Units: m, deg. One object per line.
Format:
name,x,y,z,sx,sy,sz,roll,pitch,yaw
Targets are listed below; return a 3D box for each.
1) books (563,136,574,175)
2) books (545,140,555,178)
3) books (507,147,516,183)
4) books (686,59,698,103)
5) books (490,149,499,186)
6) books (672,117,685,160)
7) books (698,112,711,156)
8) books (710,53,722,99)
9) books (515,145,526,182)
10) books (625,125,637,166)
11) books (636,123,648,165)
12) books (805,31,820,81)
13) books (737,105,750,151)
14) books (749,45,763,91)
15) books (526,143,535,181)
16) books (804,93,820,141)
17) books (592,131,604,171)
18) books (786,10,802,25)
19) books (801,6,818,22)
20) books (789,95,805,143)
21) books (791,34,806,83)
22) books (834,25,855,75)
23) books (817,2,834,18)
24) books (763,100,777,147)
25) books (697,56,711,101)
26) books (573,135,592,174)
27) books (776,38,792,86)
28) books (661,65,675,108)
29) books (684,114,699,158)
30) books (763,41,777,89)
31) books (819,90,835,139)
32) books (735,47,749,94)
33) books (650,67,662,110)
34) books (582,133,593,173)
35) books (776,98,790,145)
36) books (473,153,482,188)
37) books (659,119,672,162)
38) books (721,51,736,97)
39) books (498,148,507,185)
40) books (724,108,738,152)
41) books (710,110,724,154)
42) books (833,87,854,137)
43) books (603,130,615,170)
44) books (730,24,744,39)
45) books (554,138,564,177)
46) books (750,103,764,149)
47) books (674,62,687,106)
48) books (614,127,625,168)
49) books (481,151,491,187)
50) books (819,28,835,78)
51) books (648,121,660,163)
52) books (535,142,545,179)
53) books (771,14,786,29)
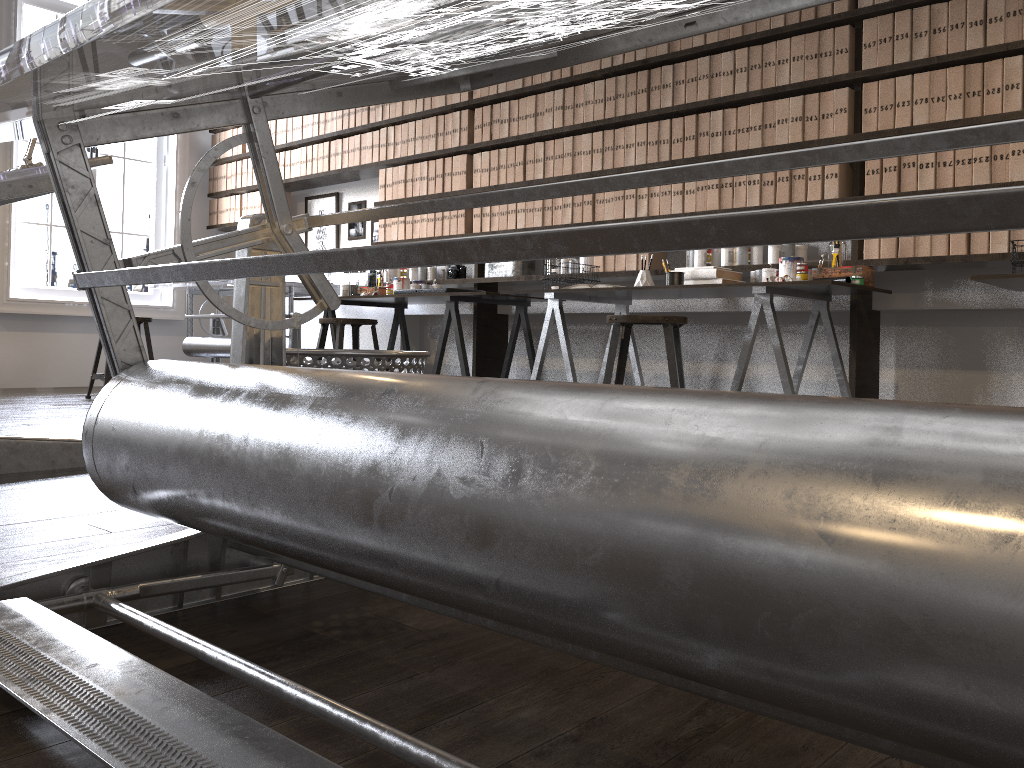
books,0.368,-1.262,4.985,0.067,0.226,0.174,1,0,42
books,0.268,-1.269,5.081,0.067,0.226,0.174,1,0,42
books,0.051,-1.282,5.275,0.067,0.225,0.174,1,0,42
books,0.954,-1.505,4.478,0.067,0.226,0.174,1,0,42
books,-0.049,-1.288,5.356,0.067,0.226,0.174,1,0,42
books,0.891,-1.231,4.527,0.067,0.225,0.174,1,0,42
books,1.003,-1.224,4.428,0.067,0.226,0.174,1,0,42
books,1.054,-1.499,4.388,0.067,0.225,0.174,1,0,42
books,0.103,-1.278,5.222,0.067,0.226,0.174,1,0,42
books,0.677,-1.244,4.713,0.067,0.226,0.174,1,0,42
books,0.729,-1.240,4.662,0.067,0.226,0.174,1,0,42
books,1.412,-1.477,4.062,0.067,0.226,0.174,1,0,42
books,1.161,-1.215,4.285,0.067,0.226,0.174,1,0,42
books,1.208,-1.489,4.251,0.067,0.226,0.174,1,0,42
books,0.163,-1.275,5.176,0.067,0.226,0.174,1,0,42
books,1.410,-1.200,4.063,0.067,0.226,0.174,1,0,42
books,0.519,-1.253,4.851,0.067,0.226,0.174,1,0,42
books,1.349,-1.756,4.135,0.067,0.226,0.174,1,0,42
books,1.401,-1.753,4.081,0.067,0.226,0.174,1,0,42
books,1.355,-1.203,4.107,0.067,0.226,0.174,1,0,42
books,1.362,-1.480,4.106,0.067,0.226,0.174,1,0,42
books,1.515,-1.471,3.977,0.067,0.226,0.174,1,0,42
books,1.460,-1.750,4.036,0.067,0.225,0.174,1,0,42
books,1.261,-1.209,4.195,0.067,0.225,0.174,1,0,42
books,1.001,-1.502,4.429,0.067,0.226,0.174,1,0,42
books,0.421,-1.259,4.944,0.067,0.225,0.174,1,0,42
books,1.310,-1.483,4.157,0.067,0.226,0.174,1,0,42
books,0.846,-1.511,4.569,0.067,0.226,0.174,1,0,42
books,0.943,-1.228,4.473,0.067,0.226,0.174,1,0,42
books,1.261,-1.486,4.206,0.067,0.226,0.174,1,0,42
books,1.463,-1.196,4.018,0.067,0.226,0.174,1,0,42
books,1.152,-1.493,4.295,0.067,0.226,0.174,1,0,42
books,0.796,-1.514,4.620,0.067,0.226,0.174,1,0,42
books,0.466,-1.257,4.901,0.067,0.225,0.174,1,0,42
books,1.307,-1.206,4.152,0.067,0.225,0.174,1,0,42
books,-0.155,-1.294,5.455,0.067,0.226,0.174,1,0,42
books,0.833,-1.234,4.575,0.067,0.225,0.174,1,0,42
books,1.100,-1.496,4.345,0.067,0.225,0.174,1,0,42
books,0.001,-1.285,5.317,0.067,0.225,0.174,1,0,42
books,1.108,-1.218,4.333,0.067,0.226,0.174,1,0,42
books,1.053,-1.221,4.377,0.067,0.226,0.174,1,0,42
books,1.507,-1.193,3.969,0.067,0.226,0.174,1,0,42
books,0.574,-1.250,4.807,0.067,0.226,0.174,1,0,42
books,1.135,-1.769,4.316,0.067,0.226,0.174,1,0,42
books,0.321,-1.266,5.034,0.067,0.226,0.174,1,0,42
books,1.208,-1.211,4.236,0.067,0.226,0.174,1,0,42
books,0.901,-1.508,4.525,0.067,0.226,0.174,1,0,42
books,0.628,-1.247,4.762,0.067,0.226,0.174,1,0,42
books,-0.103,-1.291,5.404,0.067,0.226,0.174,1,0,42
books,1.462,-1.474,4.023,0.067,0.225,0.174,1,0,42
books,0.783,-1.237,4.614,0.067,0.226,0.174,1,0,42
books,0.213,-1.272,5.125,0.067,0.226,0.174,1,0,42
books,1.293,-1.760,4.179,0.067,0.226,0.174,1,0,42
